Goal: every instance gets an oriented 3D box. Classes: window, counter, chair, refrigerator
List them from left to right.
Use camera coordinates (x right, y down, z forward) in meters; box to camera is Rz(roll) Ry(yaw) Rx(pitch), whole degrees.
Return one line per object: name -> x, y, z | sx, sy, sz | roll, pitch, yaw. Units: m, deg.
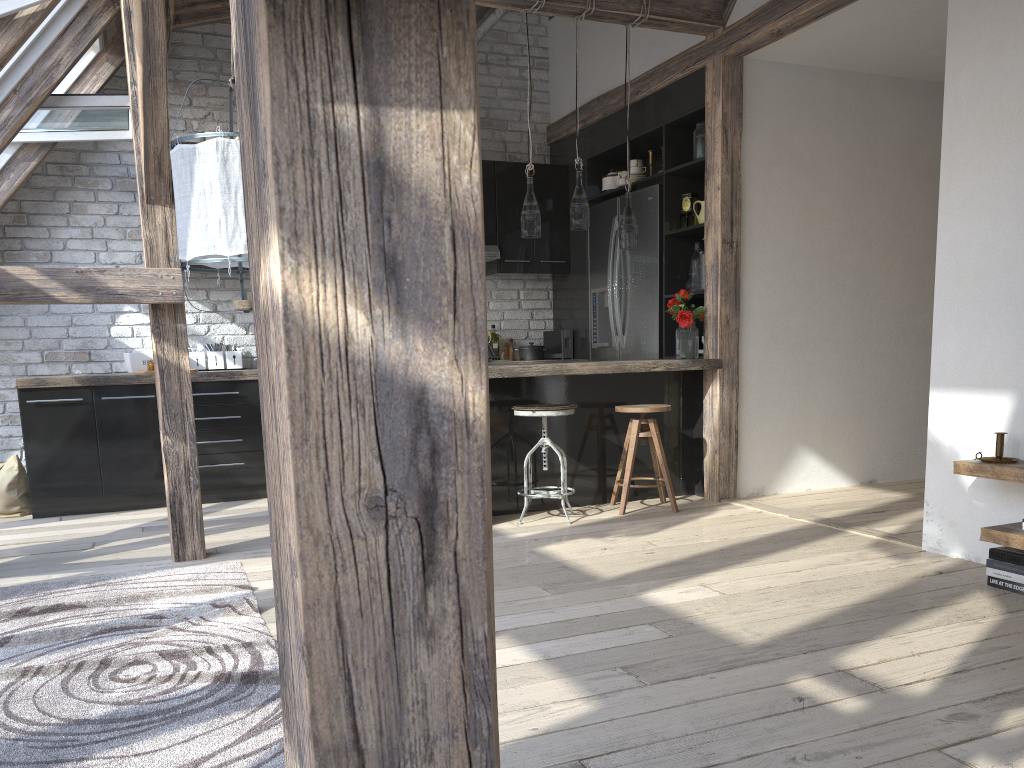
window -> -2.114, -1.392, 3.113 | 1.401, 1.298, 0.845 | -4, 7, -23
window -> -2.430, -1.416, 3.968 | 1.092, 1.298, 0.845 | -4, 8, -23
window -> -2.849, -1.435, 4.781 | 1.515, 1.298, 0.845 | -4, 7, -23
counter -> -0.948, 0.331, 5.484 | 3.799, 0.866, 2.220 | -3, 3, -23
chair -> 0.184, 0.430, 4.830 | 0.354, 0.647, 0.348 | 0, 8, 10
chair -> 0.754, 0.424, 5.060 | 0.341, 0.605, 0.335 | -2, 7, -3
refrigerator -> 1.083, -0.319, 6.252 | 0.848, 1.954, 0.931 | -5, 9, -23

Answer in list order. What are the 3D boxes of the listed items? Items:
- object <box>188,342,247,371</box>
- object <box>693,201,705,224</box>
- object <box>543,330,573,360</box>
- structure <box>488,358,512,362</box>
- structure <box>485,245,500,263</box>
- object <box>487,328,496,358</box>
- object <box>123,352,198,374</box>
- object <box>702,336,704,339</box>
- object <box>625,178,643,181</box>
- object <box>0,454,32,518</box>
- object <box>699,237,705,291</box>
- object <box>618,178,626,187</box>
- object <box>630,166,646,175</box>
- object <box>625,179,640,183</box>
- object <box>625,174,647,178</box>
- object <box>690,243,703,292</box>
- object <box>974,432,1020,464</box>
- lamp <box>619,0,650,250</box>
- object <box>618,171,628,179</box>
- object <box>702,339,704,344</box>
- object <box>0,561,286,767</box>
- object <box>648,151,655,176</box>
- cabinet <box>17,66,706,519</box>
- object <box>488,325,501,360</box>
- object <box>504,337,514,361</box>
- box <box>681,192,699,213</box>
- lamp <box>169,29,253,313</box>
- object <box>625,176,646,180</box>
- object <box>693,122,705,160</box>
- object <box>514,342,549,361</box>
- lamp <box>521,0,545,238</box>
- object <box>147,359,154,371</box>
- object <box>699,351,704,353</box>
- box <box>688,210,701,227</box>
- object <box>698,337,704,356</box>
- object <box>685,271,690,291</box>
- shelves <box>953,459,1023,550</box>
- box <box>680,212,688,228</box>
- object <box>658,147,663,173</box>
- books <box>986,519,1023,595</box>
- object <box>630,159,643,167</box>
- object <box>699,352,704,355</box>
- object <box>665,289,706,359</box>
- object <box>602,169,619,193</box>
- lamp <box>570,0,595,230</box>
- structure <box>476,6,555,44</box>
object -> -2.037, -0.193, 6.052 | 0.403, 0.204, 0.145 | -3, 7, -21
object -> 1.198, -1.041, 5.352 | 0.135, 0.173, 0.148 | -6, 8, -37
object -> 0.360, -0.306, 6.925 | 0.088, 0.230, 0.348 | -5, 5, -23
structure -> -0.370, -0.171, 6.539 | 0.603, 0.032, 0.491 | -3, 2, -23
structure -> -0.434, -0.963, 6.512 | 0.598, 0.105, 0.365 | -3, 3, -23
object -> -0.230, -0.309, 6.523 | 0.220, 0.239, 0.220 | -5, 7, -33
object -> -2.296, -0.141, 5.743 | 0.379, 0.136, 0.586 | -4, 3, -35
object -> 1.255, -0.253, 5.434 | 0.162, 0.086, 0.160 | -2, 4, -10
object -> 0.836, -1.367, 5.932 | 0.149, 0.026, 0.147 | -1, 3, 19
object -> -3.201, 0.627, 5.510 | 0.393, 0.396, 0.333 | -1, 6, 3
object -> 1.184, -0.737, 5.293 | 0.109, 0.356, 0.107 | -1, 9, 7
object -> 0.784, -1.380, 6.069 | 0.106, 0.068, 0.093 | 1, 5, 29
object -> 0.840, -1.422, 5.920 | 0.106, 0.068, 0.093 | -3, 5, -12
object -> 0.837, -1.355, 5.934 | 0.149, 0.023, 0.147 | -1, 2, 4
object -> 0.835, -1.390, 5.928 | 0.149, 0.026, 0.147 | -1, 3, 19
object -> 1.143, -0.717, 5.434 | 0.085, 0.307, 0.085 | -7, 10, -31
object -> 1.894, 0.246, 3.417 | 0.138, 0.114, 0.138 | -6, 7, -40
lamp -> 0.661, -1.432, 4.805 | 0.109, 1.364, 0.222 | -5, 10, -21
object -> 0.777, -1.427, 6.058 | 0.094, 0.068, 0.104 | -1, 4, 5
object -> 1.255, -0.235, 5.437 | 0.162, 0.086, 0.160 | -2, 4, -10
object -> -1.655, 0.873, 2.199 | 2.180, 0.057, 3.156 | -3, 2, -23
object -> 0.902, -1.421, 5.701 | 0.059, 0.170, 0.059 | -8, 11, -38
cabinet -> -0.812, -0.510, 5.493 | 4.200, 2.550, 2.068 | -3, 7, -23
object -> -0.129, -0.319, 6.865 | 0.089, 0.287, 0.080 | -6, 10, -27
object -> -0.025, -0.274, 6.937 | 0.080, 0.186, 0.038 | -3, 9, -10
box -> 1.110, -1.128, 5.488 | 0.082, 0.115, 0.082 | -8, 9, -43
lamp -> -0.863, -1.182, 2.678 | 0.400, 1.927, 0.400 | 1, 9, 18
object -> 0.836, -1.378, 5.930 | 0.149, 0.026, 0.147 | -1, 3, 19
object -> 1.133, -1.427, 5.191 | 0.124, 0.210, 0.123 | -4, 8, -18
object -> 0.154, -0.256, 6.897 | 0.246, 0.143, 0.207 | -3, 5, -24
lamp -> 0.107, -1.434, 4.569 | 0.108, 1.310, 0.221 | -5, 10, -21
object -> -2.254, -0.127, 5.573 | 0.086, 0.089, 0.089 | 4, 8, 44
object -> 1.257, -0.195, 5.443 | 0.214, 0.025, 0.212 | 0, 3, 35
box -> 1.142, -1.015, 5.460 | 0.082, 0.115, 0.081 | -3, 7, -13
object -> 1.135, -0.262, 5.607 | 0.133, 0.167, 0.133 | -6, 8, -33
object -> 1.169, -0.683, 5.587 | 0.132, 0.224, 0.130 | -3, 7, -11
shelves -> 2.132, 0.547, 2.814 | 0.329, 0.457, 1.587 | -4, 4, -23
box -> 1.111, -1.017, 5.541 | 0.082, 0.115, 0.082 | -4, 7, -23
object -> 0.965, -1.419, 5.558 | 0.095, 0.175, 0.095 | 5, 10, 40
books -> 1.979, 0.628, 3.193 | 0.289, 0.269, 0.356 | -4, 5, -23
object -> 0.836, -1.467, 5.907 | 0.093, 0.068, 0.105 | -5, 6, -37
object -> 1.257, -0.187, 5.445 | 0.214, 0.025, 0.212 | -1, 2, 25
object -> 1.033, -0.356, 5.225 | 0.251, 0.422, 0.307 | 0, 7, 10
object -> 0.733, -1.441, 6.278 | 0.186, 0.177, 0.205 | 0, 5, 18
lamp -> 0.370, -1.472, 4.683 | 0.108, 1.259, 0.235 | -3, 9, -11
structure -> -0.123, -2.280, 6.550 | 0.979, 1.306, 0.167 | -4, 9, -22
